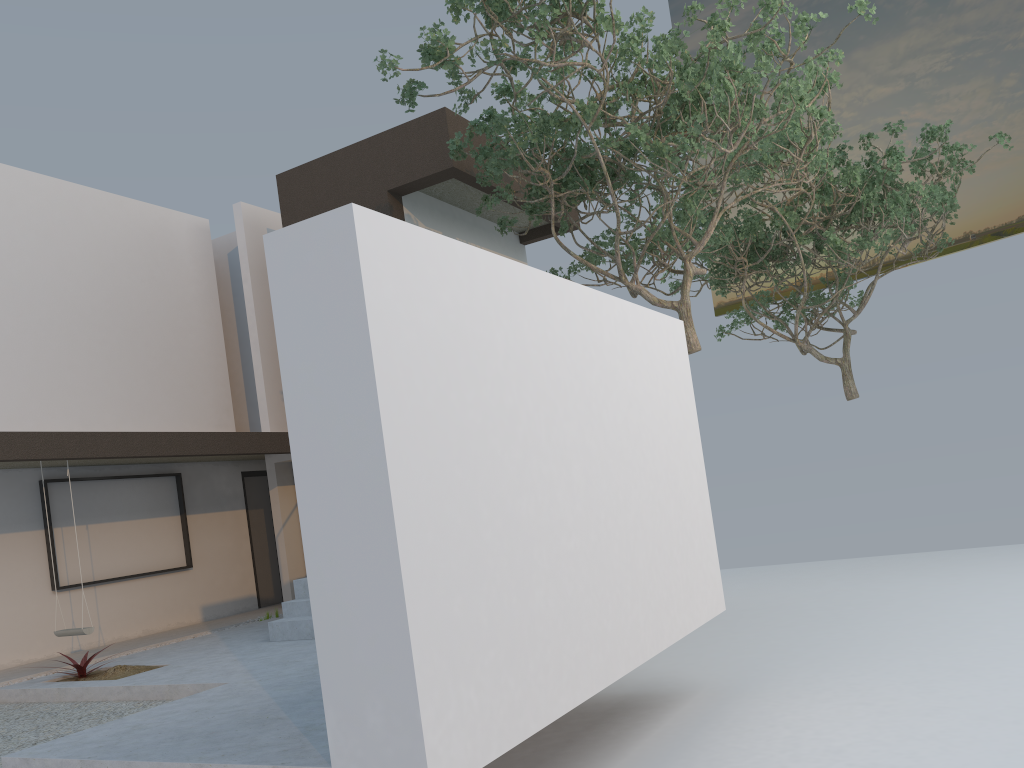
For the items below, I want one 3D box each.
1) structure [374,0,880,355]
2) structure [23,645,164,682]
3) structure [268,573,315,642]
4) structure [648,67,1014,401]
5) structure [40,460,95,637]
[{"bbox_3d":[1.466,-2.126,9.153,4.343,3.684,5.769,-9,-6,8],"label":"structure"},{"bbox_3d":[-3.574,2.443,7.631,1.212,0.290,0.746,-12,-8,28],"label":"structure"},{"bbox_3d":[-0.449,0.508,10.885,1.166,3.928,6.544,-9,-6,28],"label":"structure"},{"bbox_3d":[5.130,-2.035,14.643,5.520,4.682,7.332,-9,-6,8],"label":"structure"},{"bbox_3d":[-4.469,1.577,8.797,0.465,1.860,0.128,-9,-3,29],"label":"structure"}]
